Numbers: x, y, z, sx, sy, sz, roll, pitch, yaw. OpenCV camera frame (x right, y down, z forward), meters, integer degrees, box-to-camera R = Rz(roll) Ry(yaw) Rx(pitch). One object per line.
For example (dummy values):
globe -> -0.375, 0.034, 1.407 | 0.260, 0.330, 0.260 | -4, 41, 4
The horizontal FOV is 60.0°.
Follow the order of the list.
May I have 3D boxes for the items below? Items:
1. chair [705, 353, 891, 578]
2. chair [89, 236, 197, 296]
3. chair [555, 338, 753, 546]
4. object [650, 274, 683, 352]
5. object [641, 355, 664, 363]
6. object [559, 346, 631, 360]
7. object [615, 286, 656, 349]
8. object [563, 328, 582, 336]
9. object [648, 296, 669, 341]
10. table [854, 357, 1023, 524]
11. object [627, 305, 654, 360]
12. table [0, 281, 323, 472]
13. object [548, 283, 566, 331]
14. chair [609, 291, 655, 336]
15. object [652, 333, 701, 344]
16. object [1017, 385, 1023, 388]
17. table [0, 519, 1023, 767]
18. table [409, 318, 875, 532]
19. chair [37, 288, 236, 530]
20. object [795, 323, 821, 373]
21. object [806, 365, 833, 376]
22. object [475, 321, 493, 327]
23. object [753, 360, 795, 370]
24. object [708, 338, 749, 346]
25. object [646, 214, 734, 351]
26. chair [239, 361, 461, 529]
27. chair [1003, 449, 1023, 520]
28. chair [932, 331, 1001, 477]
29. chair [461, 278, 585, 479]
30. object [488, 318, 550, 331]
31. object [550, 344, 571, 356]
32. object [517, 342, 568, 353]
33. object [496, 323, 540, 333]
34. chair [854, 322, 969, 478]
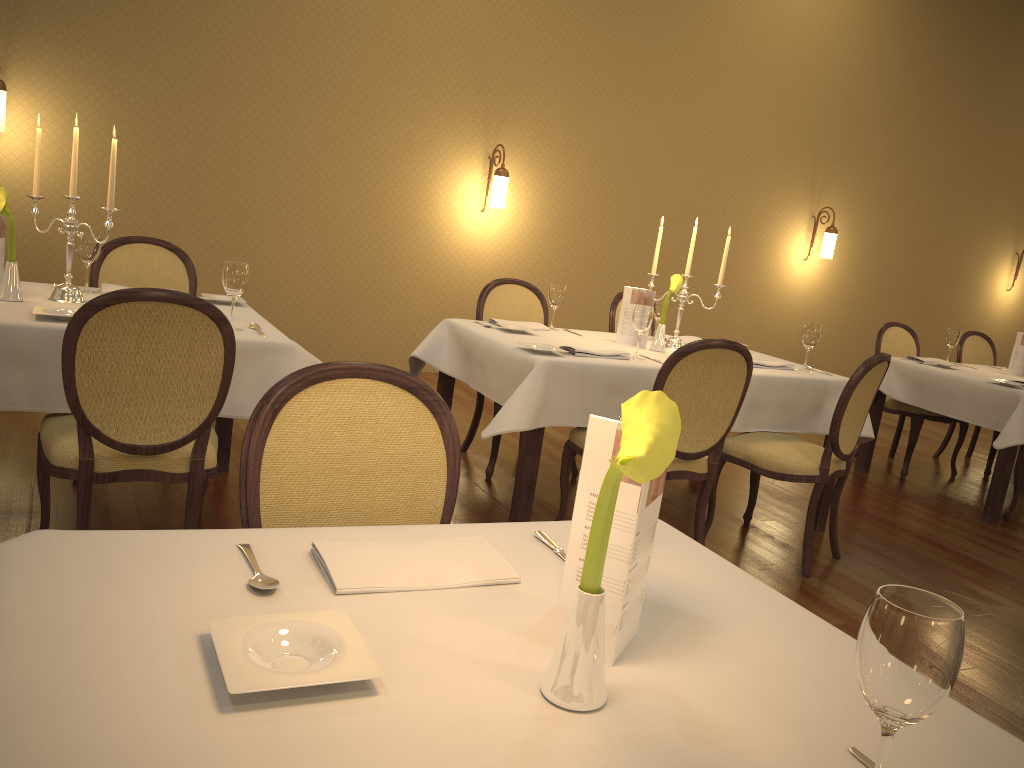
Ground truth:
chair -> 1.235, 0.278, 3.854 | 0.571, 0.955, 0.530 | 16, 13, 37
chair -> -1.559, -0.125, 3.781 | 0.530, 0.955, 0.571 | 3, 12, -27
chair -> 0.564, 0.241, 3.517 | 0.530, 0.955, 0.571 | 3, 12, -27
object -> 0.719, -0.331, 4.127 | 0.076, 0.375, 0.163 | 7, 11, -6
object -> 0.606, -0.113, 3.876 | 0.017, 0.010, 0.185 | 3, 12, -26
object -> 0.349, -0.136, 3.745 | 0.273, 0.033, 0.142 | 3, 12, -27
object -> 0.606, -0.316, 4.239 | 0.166, 0.277, 0.081 | 15, 13, 33
object -> 0.306, -0.257, 4.407 | 0.017, 0.010, 0.185 | 3, 12, -27
object -> 0.757, -0.339, 4.603 | 0.088, 0.229, 0.088 | 11, 11, 14
table -> 3.216, 0.326, 5.700 | 2.152, 0.759, 1.385 | 3, 12, -27
object -> 0.551, -0.222, 3.811 | 0.088, 0.229, 0.088 | 12, 11, 20
table -> -1.810, 0.063, 3.101 | 2.152, 0.759, 1.385 | 3, 12, -27
object -> 0.213, -0.386, 4.418 | 0.088, 0.229, 0.088 | 12, 11, 20
chair -> 0.810, -0.010, 5.054 | 0.571, 0.955, 0.530 | 18, 14, 41
object -> 0.901, -0.238, 4.728 | 0.273, 0.033, 0.142 | 3, 12, -27
object -> 2.847, -0.002, 5.055 | 0.038, 0.015, 0.181 | 3, 12, -26
table -> -0.057, 0.697, 1.108 | 1.395, 0.759, 1.389 | 3, 12, -26
table -> 0.562, 0.187, 4.328 | 2.152, 0.759, 1.385 | 3, 12, -27
chair -> -1.123, 0.153, 2.646 | 0.530, 0.955, 0.571 | 3, 12, -27
object -> 1.423, -0.175, 4.257 | 0.088, 0.229, 0.088 | 12, 11, 20
object -> 1.488, -0.065, 4.312 | 0.038, 0.015, 0.181 | 3, 12, -26
object -> -0.135, -0.285, 4.192 | 0.038, 0.015, 0.181 | 3, 12, -26
object -> 1.193, -0.099, 4.222 | 0.273, 0.033, 0.142 | 3, 12, -27
object -> 1.187, -0.219, 4.871 | 0.160, 0.024, 0.160 | 3, 12, -27
object -> 0.843, -0.487, 4.311 | 0.390, 0.655, 0.131 | 10, 11, 6
chair -> -0.239, 0.484, 1.579 | 0.530, 0.955, 0.571 | 3, 12, -27
chair -> 3.217, 0.380, 4.889 | 0.530, 0.955, 0.571 | 3, 12, -27
chair -> 3.467, 0.138, 6.379 | 0.530, 0.955, 0.571 | 3, 12, -27
chair -> 0.066, -0.040, 4.621 | 0.530, 0.955, 0.571 | 3, 12, -27
object -> 0.036, -0.290, 4.339 | 0.273, 0.024, 0.142 | 3, 12, -27
object -> 0.193, -0.141, 3.683 | 0.038, 0.015, 0.181 | 3, 12, -26
object -> 0.123, -0.139, 3.596 | 0.160, 0.024, 0.160 | 3, 12, -27
object -> 0.025, -0.253, 4.126 | 0.160, 0.024, 0.160 | 3, 12, -27
chair -> 2.719, 0.099, 5.993 | 0.530, 0.955, 0.571 | 3, 12, -27
